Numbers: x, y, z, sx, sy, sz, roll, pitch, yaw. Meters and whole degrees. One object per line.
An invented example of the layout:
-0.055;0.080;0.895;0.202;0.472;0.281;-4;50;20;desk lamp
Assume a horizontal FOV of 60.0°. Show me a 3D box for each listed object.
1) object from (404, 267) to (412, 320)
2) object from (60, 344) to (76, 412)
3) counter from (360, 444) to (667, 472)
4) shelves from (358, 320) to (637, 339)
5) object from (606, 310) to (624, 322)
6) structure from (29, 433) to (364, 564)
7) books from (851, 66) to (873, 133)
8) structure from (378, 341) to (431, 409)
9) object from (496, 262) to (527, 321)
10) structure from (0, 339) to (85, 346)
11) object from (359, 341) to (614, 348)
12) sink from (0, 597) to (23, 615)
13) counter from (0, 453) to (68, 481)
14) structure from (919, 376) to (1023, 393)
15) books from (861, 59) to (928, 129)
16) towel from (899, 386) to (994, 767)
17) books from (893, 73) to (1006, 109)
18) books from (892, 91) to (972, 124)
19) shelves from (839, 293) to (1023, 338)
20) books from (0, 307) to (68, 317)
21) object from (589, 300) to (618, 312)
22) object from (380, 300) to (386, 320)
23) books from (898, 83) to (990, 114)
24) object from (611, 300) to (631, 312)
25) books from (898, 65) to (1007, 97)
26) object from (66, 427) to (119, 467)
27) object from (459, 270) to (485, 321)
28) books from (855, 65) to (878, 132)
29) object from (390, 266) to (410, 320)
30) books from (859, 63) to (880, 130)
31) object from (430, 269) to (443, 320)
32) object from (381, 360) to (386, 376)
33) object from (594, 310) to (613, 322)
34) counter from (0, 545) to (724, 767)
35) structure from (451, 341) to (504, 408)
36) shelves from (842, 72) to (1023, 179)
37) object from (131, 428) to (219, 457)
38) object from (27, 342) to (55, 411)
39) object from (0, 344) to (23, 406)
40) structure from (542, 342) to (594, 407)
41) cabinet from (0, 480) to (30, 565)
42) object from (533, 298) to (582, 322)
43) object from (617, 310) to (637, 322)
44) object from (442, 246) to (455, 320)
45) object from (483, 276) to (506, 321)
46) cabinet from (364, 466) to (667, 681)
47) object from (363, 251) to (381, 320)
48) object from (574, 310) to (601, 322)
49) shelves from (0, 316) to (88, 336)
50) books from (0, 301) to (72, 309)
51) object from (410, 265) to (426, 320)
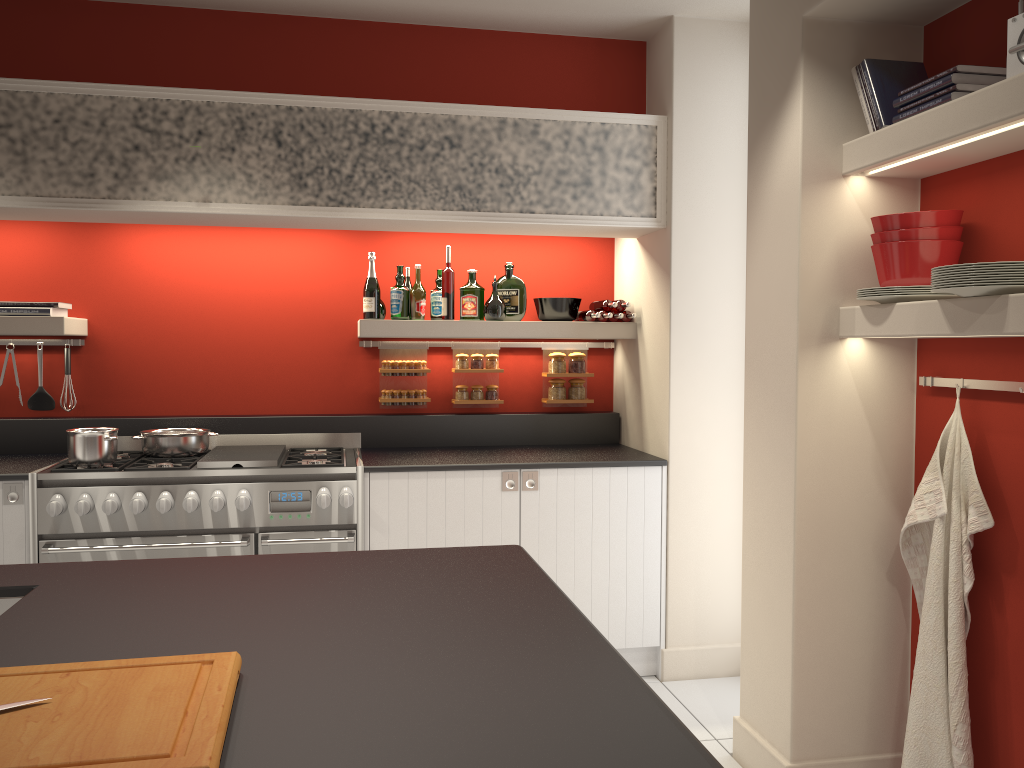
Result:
-0.528;-0.455;4.493;0.083;0.277;0.084;0;2;-7;object
-2.132;-0.029;4.255;0.069;0.328;0.069;-1;3;-34;object
-0.029;0.345;4.234;1.360;0.026;0.699;0;2;-11;counter
-0.080;-0.274;4.505;1.379;0.083;0.376;0;2;-11;shelves
0.507;-0.346;4.566;0.061;0.061;0.366;0;2;-11;object
-1.331;0.805;3.951;1.322;1.085;0.778;0;2;-11;structure
1.216;-0.906;2.849;0.210;0.248;0.136;0;2;-11;books
-0.549;-0.045;4.515;0.256;0.347;0.130;0;2;-11;structure
-0.014;-0.467;4.524;0.186;0.303;0.057;1;2;19;object
-2.726;-0.197;4.155;1.355;0.034;0.054;0;2;-11;structure
-0.117;-0.207;4.667;1.355;0.034;0.048;0;2;-11;object
-1.196;0.572;1.522;0.567;0.258;0.516;0;2;-11;sink
-2.641;0.355;3.724;1.360;0.026;0.699;0;2;-11;counter
1.555;0.037;1.811;0.063;0.034;2.224;0;2;-11;structure
1.216;-0.899;2.770;0.207;0.246;0.136;0;2;-11;books
1.286;0.688;2.719;0.141;1.362;0.341;0;2;-11;towel
1.262;-0.831;2.538;0.207;0.030;0.258;0;2;-11;books
1.261;-0.782;2.540;0.207;0.030;0.258;0;2;-11;books
1.521;-0.152;1.786;0.437;0.100;2.394;0;2;-11;shelves
-2.241;-0.327;4.051;0.331;0.042;0.207;0;2;-6;books
0.476;-0.400;4.559;0.062;0.062;0.366;0;2;-11;object
-0.692;-0.431;4.474;0.113;0.226;0.113;2;2;30;object
1.271;-0.806;2.529;0.207;0.019;0.258;0;2;-10;books
0.542;-0.399;4.549;0.062;0.062;0.366;0;2;-11;object
1.272;-0.855;2.527;0.207;0.019;0.258;0;2;-10;books
-1.763;0.265;3.728;0.201;0.148;0.201;-1;2;-18;object
-0.201;-0.445;4.478;0.112;0.260;0.071;1;2;18;object
1.215;-0.900;2.818;0.208;0.242;0.126;0;2;-11;books
-0.541;-0.441;4.293;0.094;0.264;0.094;-1;2;-22;object
1.219;-0.901;2.798;0.209;0.243;0.126;0;2;-11;books
-0.365;-0.448;4.491;0.094;0.263;0.094;-2;3;-45;object
-0.647;-0.080;4.506;0.034;0.078;0.034;1;2;10;object
0.449;-0.345;4.533;0.062;0.062;0.366;0;2;-11;object
-0.844;0.456;1.338;2.054;0.050;1.416;0;2;-11;counter
-0.178;-0.046;4.587;0.256;0.347;0.130;0;2;-11;structure
1.523;-0.683;1.767;0.437;0.100;2.394;0;2;-11;shelves
-1.554;0.269;4.099;0.309;0.104;0.309;1;2;17;object
-2.254;-0.035;4.250;0.123;0.330;0.040;0;2;-11;object
-2.388;-0.043;4.205;0.124;0.296;0.009;0;2;-11;object
0.293;-0.048;4.679;0.256;0.347;0.130;0;2;-11;structure
-2.647;0.865;3.743;1.361;0.993;0.687;0;2;-11;cabinet
0.235;-0.380;4.586;0.251;0.121;0.251;-1;3;-29;object
0.572;-0.346;4.559;0.061;0.061;0.366;0;2;-11;object
-0.326;-0.495;4.402;0.062;0.366;0.210;0;2;-12;object
-0.084;-0.424;4.373;0.113;0.226;0.113;0;2;0;object
-0.030;0.855;4.254;1.361;0.993;0.687;0;2;-11;cabinet
-0.677;-0.474;4.287;0.083;0.331;0.083;-1;3;-40;object
0.388;-0.345;4.521;0.062;0.062;0.366;0;2;-11;object
-2.703;-0.264;3.993;1.379;0.083;0.376;0;2;-11;shelves
-2.229;-0.362;4.073;0.332;0.026;0.207;0;2;-11;books
-0.468;-0.454;4.416;0.080;0.278;0.080;0;2;-8;object
